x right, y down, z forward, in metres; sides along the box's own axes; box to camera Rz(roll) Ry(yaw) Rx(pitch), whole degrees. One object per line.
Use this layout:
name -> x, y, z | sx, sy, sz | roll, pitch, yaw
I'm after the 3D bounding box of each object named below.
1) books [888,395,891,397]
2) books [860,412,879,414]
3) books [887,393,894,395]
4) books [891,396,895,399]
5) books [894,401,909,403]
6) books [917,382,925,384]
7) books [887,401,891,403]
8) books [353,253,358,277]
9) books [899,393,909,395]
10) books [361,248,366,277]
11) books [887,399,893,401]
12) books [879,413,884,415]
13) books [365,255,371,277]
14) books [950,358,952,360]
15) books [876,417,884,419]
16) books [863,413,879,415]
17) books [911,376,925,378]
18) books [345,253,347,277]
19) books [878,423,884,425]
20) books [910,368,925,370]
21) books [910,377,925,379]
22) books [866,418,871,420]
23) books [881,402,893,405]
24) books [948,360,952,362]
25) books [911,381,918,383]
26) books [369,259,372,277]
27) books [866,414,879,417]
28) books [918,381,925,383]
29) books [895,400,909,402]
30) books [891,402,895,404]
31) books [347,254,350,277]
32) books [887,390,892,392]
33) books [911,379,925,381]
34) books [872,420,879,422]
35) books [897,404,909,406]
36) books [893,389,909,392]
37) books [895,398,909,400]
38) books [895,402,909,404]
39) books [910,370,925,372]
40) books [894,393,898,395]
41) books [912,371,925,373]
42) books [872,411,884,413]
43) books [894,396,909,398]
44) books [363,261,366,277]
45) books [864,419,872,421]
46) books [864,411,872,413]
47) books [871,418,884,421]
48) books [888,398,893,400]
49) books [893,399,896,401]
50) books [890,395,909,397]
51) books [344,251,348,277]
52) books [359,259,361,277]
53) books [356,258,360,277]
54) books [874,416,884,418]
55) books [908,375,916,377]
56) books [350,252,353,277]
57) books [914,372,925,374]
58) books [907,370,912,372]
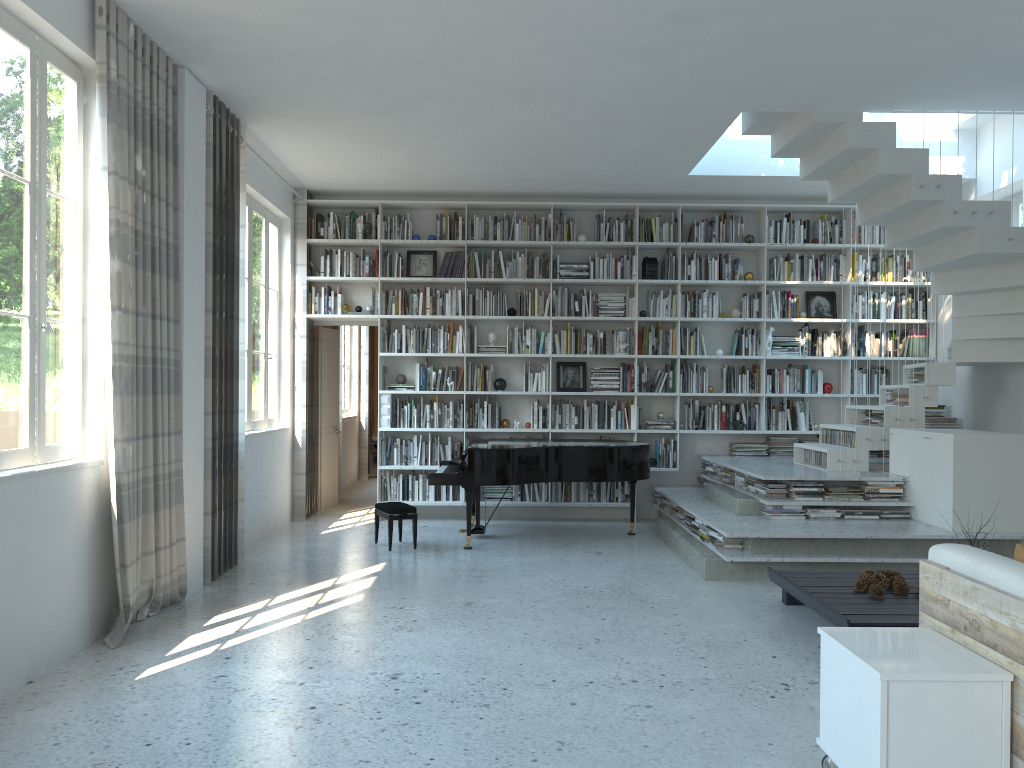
books -> 3.462, 0.107, 7.879 | 0.143, 0.019, 0.230 | 0, 0, -2
books -> 3.237, 0.258, 7.896 | 0.198, 0.006, 0.188 | 0, 0, -4
books -> 3.456, 0.090, 7.879 | 0.149, 0.017, 0.239 | 0, 0, -3
books -> 3.376, 0.109, 7.594 | 0.178, 0.036, 0.222 | 0, 0, 4
books -> 3.316, 0.151, 7.378 | 0.254, 0.007, 0.189 | 0, 0, 27
books -> 3.558, -0.006, 7.567 | 0.136, 0.013, 0.258 | 0, 0, 11
books -> 3.462, 0.158, 7.879 | 0.136, 0.017, 0.288 | 0, 0, -3
books -> -1.558, -1.165, 8.826 | 0.030, 0.251, 0.165 | 0, 0, -1
books -> 3.311, 0.081, 7.369 | 0.184, 0.016, 0.179 | 0, 0, 28
books -> -1.480, -1.190, 8.829 | 0.012, 0.303, 0.189 | 0, 0, -1
books -> 3.459, 0.144, 7.879 | 0.138, 0.010, 0.254 | 0, 0, -4
books -> 3.272, 0.260, 7.673 | 0.133, 0.017, 0.178 | 0, 0, 3
books -> -1.428, -1.153, 8.823 | 0.029, 0.229, 0.191 | 0, 0, -1
books -> 4.007, -0.227, 7.862 | 0.169, 0.010, 0.282 | 0, 0, 14
books -> 3.259, 0.296, 7.673 | 0.149, 0.013, 0.219 | 0, 0, 5
books -> 3.255, 0.266, 7.896 | 0.159, 0.009, 0.208 | 0, 0, -5
books -> 3.538, -0.059, 7.570 | 0.187, 0.009, 0.261 | 0, 0, 9
books -> -1.636, -1.164, 8.827 | 0.012, 0.249, 0.192 | 0, 0, -1
books -> 3.264, 0.346, 7.673 | 0.137, 0.013, 0.199 | 0, 0, 6
books -> 3.635, -0.131, 7.851 | 0.165, 0.014, 0.235 | 0, 0, 16
books -> 3.530, -0.047, 7.571 | 0.191, 0.014, 0.243 | 0, 0, 12
books -> 3.262, 0.310, 7.896 | 0.145, 0.015, 0.166 | 0, 0, -6
books -> 3.437, 0.175, 7.879 | 0.190, 0.018, 0.287 | 0, 0, -2
books -> 4.006, -0.207, 7.862 | 0.182, 0.011, 0.253 | 0, 0, 6
books -> 3.641, -0.017, 7.850 | 0.149, 0.014, 0.228 | 0, 0, 11
books -> -1.399, -1.136, 8.852 | 0.029, 0.196, 0.146 | 0, 0, -1
books -> 3.262, 0.281, 7.896 | 0.140, 0.022, 0.181 | 1, 0, -7
books -> 3.559, -0.020, 7.567 | 0.130, 0.014, 0.249 | 0, 0, 12
books -> 3.309, 0.142, 7.367 | 0.222, 0.011, 0.180 | 0, -1, 31
books -> 3.378, 0.166, 7.637 | 0.184, 0.016, 0.128 | 0, 0, 7
books -> -1.620, -1.162, 8.828 | 0.021, 0.244, 0.173 | 0, 0, -1
books -> 3.451, 0.063, 7.879 | 0.157, 0.014, 0.180 | 0, 0, -5
books -> 3.531, -0.034, 7.571 | 0.182, 0.013, 0.287 | 0, 0, 13
books -> 3.247, 0.324, 7.673 | 0.175, 0.016, 0.207 | 0, 0, -6
books -> 3.313, 0.173, 7.374 | 0.206, 0.012, 0.183 | 0, 0, 27
books -> 3.308, 0.056, 7.363 | 0.234, 0.025, 0.157 | 0, -1, 37
books -> 3.301, 0.128, 7.355 | 0.214, 0.014, 0.138 | 0, 0, 27
books -> 3.310, 0.160, 7.369 | 0.215, 0.013, 0.189 | 0, -1, 32
books -> 3.534, -0.110, 7.570 | 0.191, 0.013, 0.243 | 0, 0, 10
books -> 3.378, 0.086, 7.626 | 0.159, 0.012, 0.129 | 0, 0, 14
books -> 3.543, -0.100, 7.569 | 0.174, 0.009, 0.240 | 0, 0, 8
books -> 3.247, 0.244, 7.672 | 0.177, 0.014, 0.194 | 0, 0, -6
books -> 3.310, 0.110, 7.368 | 0.231, 0.011, 0.171 | 0, -1, 36
books -> -1.459, -1.130, 8.845 | 0.031, 0.182, 0.151 | 0, 0, -1
books -> 3.247, 0.323, 7.896 | 0.159, 0.012, 0.225 | 0, 0, 7
books -> 3.257, 0.249, 7.896 | 0.161, 0.012, 0.195 | 0, 0, -3
books -> 3.247, 0.309, 7.673 | 0.184, 0.014, 0.225 | 0, 0, -3
books -> 3.450, 0.134, 7.879 | 0.160, 0.010, 0.179 | 0, 0, 2
books -> 3.377, 0.138, 7.623 | 0.139, 0.013, 0.155 | 0, 0, 1
books -> 3.302, 0.100, 7.355 | 0.295, 0.007, 0.146 | 0, 0, 30
books -> -1.649, -1.174, 8.828 | 0.013, 0.269, 0.162 | 0, 0, -1
books -> -1.501, -1.137, 8.854 | 0.029, 0.197, 0.144 | 0, 0, -1
books -> -1.529, -1.145, 8.845 | 0.028, 0.212, 0.138 | 0, 0, -1
books -> 3.246, 0.283, 7.672 | 0.189, 0.012, 0.155 | 0, 0, 2
books -> 3.628, -0.073, 7.853 | 0.171, 0.011, 0.231 | 0, 0, 10
books -> -1.586, -1.170, 8.826 | 0.025, 0.261, 0.167 | 0, 0, -1
books -> 3.553, -0.090, 7.567 | 0.144, 0.011, 0.257 | 0, 0, 6
books -> 3.625, -0.117, 7.854 | 0.190, 0.015, 0.230 | 0, 0, 13
